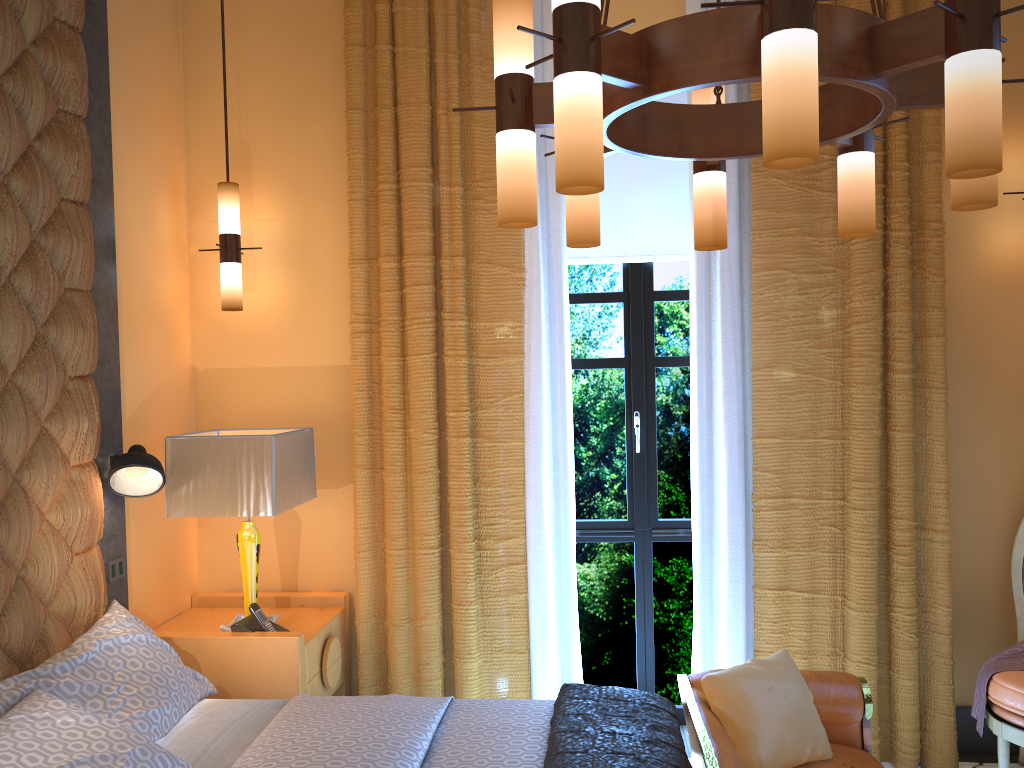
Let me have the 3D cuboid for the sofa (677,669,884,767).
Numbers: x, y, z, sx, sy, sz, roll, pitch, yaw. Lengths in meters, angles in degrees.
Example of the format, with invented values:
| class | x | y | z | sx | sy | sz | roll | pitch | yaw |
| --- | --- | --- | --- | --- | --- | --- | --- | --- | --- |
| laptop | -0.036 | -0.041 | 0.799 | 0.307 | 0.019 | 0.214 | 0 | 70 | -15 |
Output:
| class | x | y | z | sx | sy | sz | roll | pitch | yaw |
| --- | --- | --- | --- | --- | --- | --- | --- | --- | --- |
| sofa | 0.825 | 1.261 | 2.254 | 0.650 | 0.640 | 1.614 | -1 | 1 | 5 |

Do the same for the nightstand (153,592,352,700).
| class | x | y | z | sx | sy | sz | roll | pitch | yaw |
| --- | --- | --- | --- | --- | --- | --- | --- | --- | --- |
| nightstand | -1.072 | 1.276 | 3.623 | 0.720 | 0.690 | 0.680 | -1 | 1 | 5 |

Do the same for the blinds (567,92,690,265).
| class | x | y | z | sx | sy | sz | roll | pitch | yaw |
| --- | --- | --- | --- | --- | --- | --- | --- | --- | --- |
| blinds | 0.560 | -0.986 | 3.995 | 1.200 | 0.874 | 0.013 | -1 | 2 | 5 |

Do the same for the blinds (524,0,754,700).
| class | x | y | z | sx | sy | sz | roll | pitch | yaw |
| --- | --- | --- | --- | --- | --- | --- | --- | --- | --- |
| blinds | 0.490 | -0.462 | 3.706 | 2.050 | 4.078 | 0.236 | -1 | 2 | 3 |

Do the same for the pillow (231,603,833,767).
| class | x | y | z | sx | sy | sz | roll | pitch | yaw |
| --- | --- | --- | --- | --- | --- | --- | --- | --- | --- |
| pillow | 0.201 | 1.016 | 2.838 | 1.146 | 0.407 | 2.628 | -2 | 1 | -43 |

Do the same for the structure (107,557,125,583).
| class | x | y | z | sx | sy | sz | roll | pitch | yaw |
| --- | --- | --- | --- | --- | --- | --- | --- | --- | --- |
| structure | -1.434 | 0.672 | 3.206 | 0.016 | 0.071 | 0.103 | -1 | 1 | 5 |

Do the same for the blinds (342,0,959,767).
| class | x | y | z | sx | sy | sz | roll | pitch | yaw |
| --- | --- | --- | --- | --- | --- | --- | --- | --- | --- |
| blinds | 0.521 | -0.485 | 3.620 | 2.451 | 4.148 | 0.134 | -1 | 2 | 5 |

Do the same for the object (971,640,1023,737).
| class | x | y | z | sx | sy | sz | roll | pitch | yaw |
| --- | --- | --- | --- | --- | --- | --- | --- | --- | --- |
| object | 2.087 | 1.248 | 3.181 | 0.428 | 0.572 | 0.803 | -2 | 1 | -37 |

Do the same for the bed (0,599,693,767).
| class | x | y | z | sx | sy | sz | roll | pitch | yaw |
| --- | --- | --- | --- | --- | --- | --- | --- | --- | --- |
| bed | -0.528 | 1.155 | 2.297 | 2.106 | 0.825 | 1.887 | -1 | 1 | 5 |

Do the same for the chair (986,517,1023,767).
| class | x | y | z | sx | sy | sz | roll | pitch | yaw |
| --- | --- | --- | --- | --- | --- | --- | --- | --- | --- |
| chair | 2.045 | 0.971 | 3.279 | 0.500 | 1.147 | 0.632 | 0 | 2 | 38 |

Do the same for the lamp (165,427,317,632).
| class | x | y | z | sx | sy | sz | roll | pitch | yaw |
| --- | --- | --- | --- | --- | --- | --- | --- | --- | --- |
| lamp | -1.048 | 0.589 | 3.508 | 0.424 | 0.803 | 0.505 | -1 | 1 | 5 |

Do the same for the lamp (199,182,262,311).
| class | x | y | z | sx | sy | sz | roll | pitch | yaw |
| --- | --- | --- | --- | --- | --- | --- | --- | --- | --- |
| lamp | -1.189 | -0.576 | 3.740 | 0.199 | 0.532 | 0.199 | -3 | 2 | -40 |

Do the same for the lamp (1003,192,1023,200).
| class | x | y | z | sx | sy | sz | roll | pitch | yaw |
| --- | --- | --- | --- | --- | --- | --- | --- | --- | --- |
| lamp | 2.051 | -0.756 | 3.442 | 0.199 | 0.532 | 0.199 | -3 | 2 | -40 |

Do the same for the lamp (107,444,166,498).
| class | x | y | z | sx | sy | sz | roll | pitch | yaw |
| --- | --- | --- | --- | --- | --- | --- | --- | --- | --- |
| lamp | -1.200 | 0.323 | 3.278 | 0.568 | 0.218 | 0.231 | -2 | 1 | -37 |

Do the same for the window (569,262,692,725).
| class | x | y | z | sx | sy | sz | roll | pitch | yaw |
| --- | --- | --- | --- | --- | --- | --- | --- | --- | --- |
| window | 0.586 | 0.077 | 4.036 | 1.200 | 3.002 | 0.130 | -1 | 2 | 5 |

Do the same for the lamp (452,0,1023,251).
| class | x | y | z | sx | sy | sz | roll | pitch | yaw |
| --- | --- | --- | --- | --- | --- | --- | --- | --- | --- |
| lamp | 0.463 | -1.441 | 1.866 | 1.141 | 2.169 | 1.140 | -1 | 1 | 28 |

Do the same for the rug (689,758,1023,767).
| class | x | y | z | sx | sy | sz | roll | pitch | yaw |
| --- | --- | --- | --- | --- | --- | --- | --- | --- | --- |
| rug | 0.389 | 1.592 | 2.052 | 3.702 | 0.016 | 3.385 | -1 | 0 | 5 |

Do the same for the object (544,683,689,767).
| class | x | y | z | sx | sy | sz | roll | pitch | yaw |
| --- | --- | --- | --- | --- | --- | --- | --- | --- | --- |
| object | 0.274 | 1.031 | 2.215 | 0.405 | 0.105 | 1.460 | -1 | 0 | 5 |
